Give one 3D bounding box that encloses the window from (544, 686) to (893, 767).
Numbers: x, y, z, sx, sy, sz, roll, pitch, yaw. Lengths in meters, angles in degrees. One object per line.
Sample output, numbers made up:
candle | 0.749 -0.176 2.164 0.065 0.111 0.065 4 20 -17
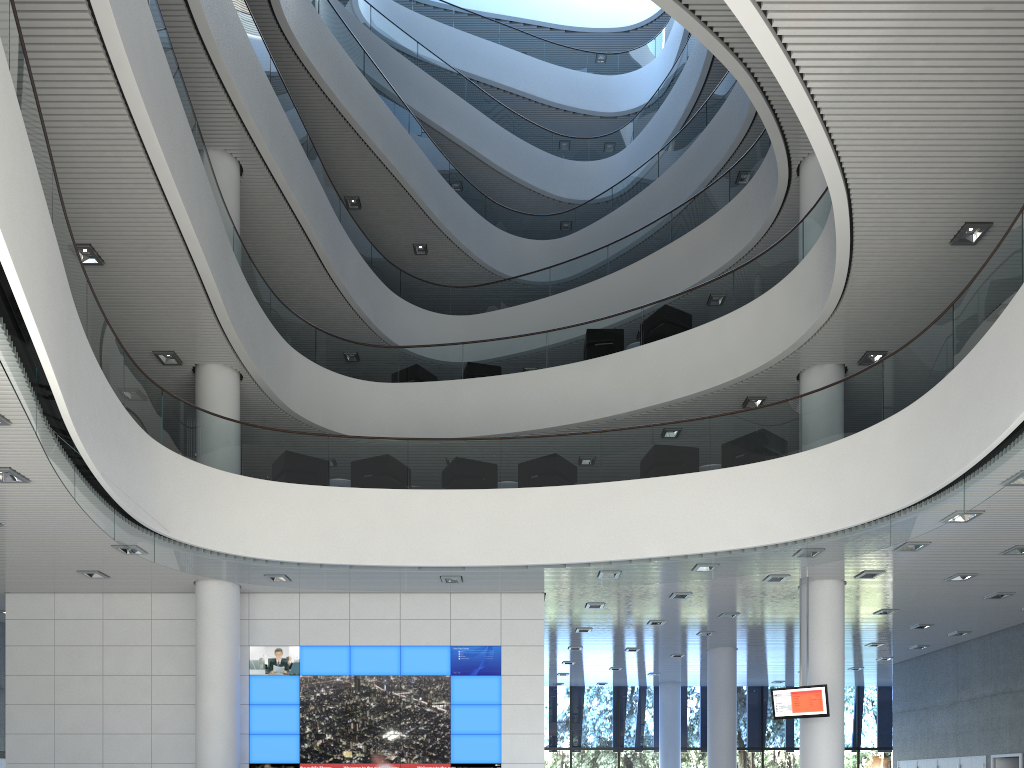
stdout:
window | 2.522 7.671 16.639 18.112 2.895 0.078 0 0 0
